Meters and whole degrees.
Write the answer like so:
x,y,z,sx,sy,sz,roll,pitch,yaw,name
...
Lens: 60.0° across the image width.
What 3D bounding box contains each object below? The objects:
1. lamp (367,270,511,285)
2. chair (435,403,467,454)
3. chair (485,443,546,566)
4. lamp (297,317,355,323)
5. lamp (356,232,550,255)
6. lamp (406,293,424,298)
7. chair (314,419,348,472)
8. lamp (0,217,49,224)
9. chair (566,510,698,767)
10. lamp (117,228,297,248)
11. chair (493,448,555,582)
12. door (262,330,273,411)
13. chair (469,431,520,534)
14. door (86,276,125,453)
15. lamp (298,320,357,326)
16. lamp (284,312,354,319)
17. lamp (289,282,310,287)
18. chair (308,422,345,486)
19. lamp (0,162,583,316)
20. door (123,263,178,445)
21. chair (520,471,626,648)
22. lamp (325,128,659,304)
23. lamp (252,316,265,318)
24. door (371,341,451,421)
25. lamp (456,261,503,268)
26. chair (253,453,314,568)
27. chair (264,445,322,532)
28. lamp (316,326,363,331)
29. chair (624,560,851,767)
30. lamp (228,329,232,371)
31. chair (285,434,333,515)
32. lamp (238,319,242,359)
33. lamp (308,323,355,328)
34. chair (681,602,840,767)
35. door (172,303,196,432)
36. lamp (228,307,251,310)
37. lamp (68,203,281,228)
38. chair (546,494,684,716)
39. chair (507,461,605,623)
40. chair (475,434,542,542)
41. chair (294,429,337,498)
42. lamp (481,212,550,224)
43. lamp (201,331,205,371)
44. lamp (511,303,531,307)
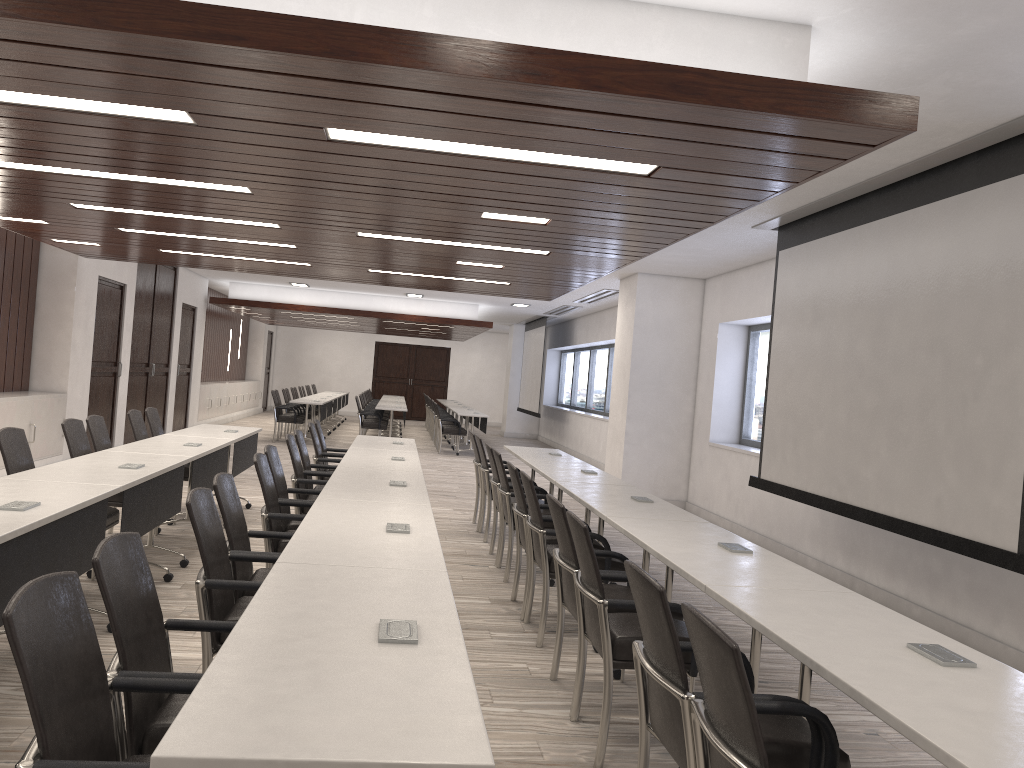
x,y,z,sx,sy,sz,roll,pitch,yaw,name
-0.753,-1.138,9.238,1.496,0.045,0.236,5,0,-7,lamp
-1.167,0.841,16.681,0.638,0.939,0.513,5,0,-7,chair
0.065,0.968,7.185,0.638,0.939,0.513,5,0,-7,chair
-4.150,-1.443,19.563,1.496,0.045,0.236,5,0,-7,lamp
-0.445,-1.106,6.838,1.496,0.045,0.236,5,0,-7,lamp
-1.835,-1.726,16.781,0.324,0.120,0.519,5,0,-7,lamp
-1.611,0.828,8.502,0.638,0.939,0.513,5,0,-8,chair
-4.150,-1.408,7.467,0.464,0.045,0.236,5,0,-7,lamp
0.511,1.014,3.642,0.638,0.939,0.513,5,0,-7,chair
-2.622,-1.285,7.665,1.496,0.045,0.236,5,0,-7,lamp
0.137,0.975,6.666,0.638,0.939,0.513,5,0,-7,chair
-7.150,-0.382,25.708,0.200,2.323,1.163,5,0,-7,door
-0.139,0.947,8.688,0.638,0.939,0.513,5,0,-7,chair
-5.322,-0.193,11.474,0.200,2.323,1.163,5,0,-7,door
-4.318,-1.460,20.872,1.496,0.045,0.236,5,0,-7,lamp
-3.954,-1.423,18.036,1.496,0.045,0.236,5,0,-7,lamp
-3.949,-1.897,16.507,0.324,0.120,0.519,5,0,-7,lamp
-1.546,0.835,7.979,0.638,0.939,0.513,5,0,-8,chair
-0.508,-1.380,11.773,1.469,0.552,14.295,5,0,15,lamp
-5.571,-0.503,13.593,0.200,2.889,2.327,5,0,-7,door
0.330,0.995,5.153,0.638,0.939,0.513,5,0,-8,chair
0.845,-1.264,9.603,1.499,0.552,12.001,5,0,9,lamp
-5.846,-1.584,20.674,0.464,0.045,0.236,5,0,-7,lamp
-3.135,-0.061,27.396,2.329,2.323,0.200,5,0,-7,door
-0.286,-1.096,7.968,0.421,0.046,0.236,5,0,-7,lamp
-1.149,0.876,4.962,0.638,0.939,0.513,5,0,-8,chair
-1.235,0.868,5.486,0.638,0.939,0.513,5,0,-7,chair
-4.627,-1.492,23.272,1.496,0.045,0.236,5,0,-7,lamp
0.635,1.027,2.658,0.638,0.939,0.513,5,0,-8,chair
-7.021,-0.841,21.894,0.094,1.058,0.236,5,0,-7,lamp
-1.360,0.855,6.464,0.638,0.939,0.513,5,0,-8,chair
-7.164,-1.176,23.202,0.094,1.058,0.236,5,0,-7,lamp
-4.458,-1.475,21.963,1.496,0.045,0.236,5,0,-7,lamp
0.714,1.035,2.143,0.638,0.939,0.513,5,0,-7,chair
-5.866,-0.250,15.709,0.200,2.323,1.163,5,0,-7,door
-5.482,-1.546,17.838,0.464,0.045,0.236,5,0,-7,lamp
-2.482,-1.271,6.574,1.496,0.045,0.236,5,0,-7,lamp
0.448,1.008,4.163,0.638,0.939,0.513,5,0,-8,chair
0.250,0.987,5.672,0.638,0.939,0.513,5,0,-7,chair
-0.057,0.955,8.173,0.638,0.939,0.513,5,0,-7,chair
-1.424,0.848,6.984,0.638,0.939,0.513,5,0,-7,chair
0.023,-1.065,5.568,0.421,0.046,0.236,5,0,-7,lamp
-6.629,-0.800,18.839,0.094,1.058,0.236,5,0,-7,lamp
0.173,-1.564,17.041,0.324,0.120,0.519,5,0,-7,lamp
